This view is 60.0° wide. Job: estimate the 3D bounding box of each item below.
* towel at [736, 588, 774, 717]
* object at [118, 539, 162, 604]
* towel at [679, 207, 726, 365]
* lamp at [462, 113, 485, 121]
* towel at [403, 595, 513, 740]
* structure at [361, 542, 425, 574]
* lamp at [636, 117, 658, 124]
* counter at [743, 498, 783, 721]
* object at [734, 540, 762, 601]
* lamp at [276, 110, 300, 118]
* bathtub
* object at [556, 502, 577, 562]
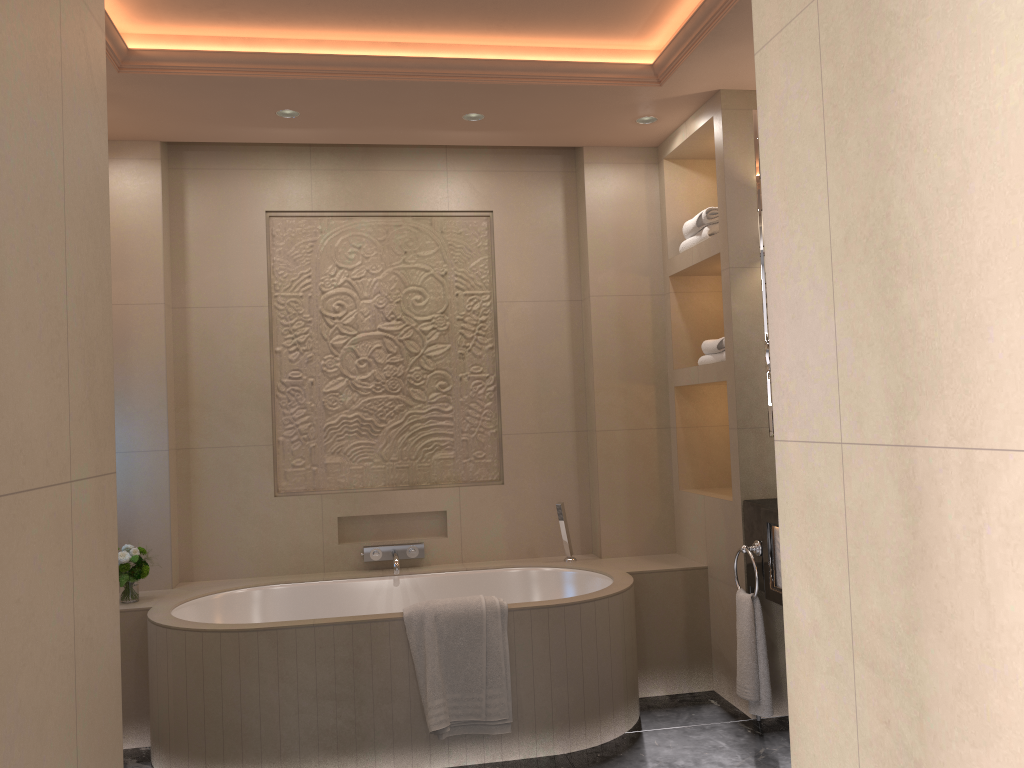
[{"bbox_3d":[0.887,1.005,3.326,0.116,0.455,0.173,-1,-2,-29],"label":"towel"},{"bbox_3d":[-1.559,0.755,3.595,0.197,0.252,0.229,-4,-2,32],"label":"object"},{"bbox_3d":[-0.496,-0.393,3.677,3.195,0.726,0.517,-2,-2,-10],"label":"towel"},{"bbox_3d":[-0.165,-1.166,3.766,0.097,0.069,0.097,-2,-2,-13],"label":"lamp"},{"bbox_3d":[-0.199,1.001,3.196,0.374,0.463,0.453,-2,-2,-8],"label":"towel"},{"bbox_3d":[-0.536,0.794,4.024,0.290,0.097,0.259,-2,-2,-10],"label":"structure"},{"bbox_3d":[0.590,-1.193,3.899,0.097,0.069,0.097,-1,-3,-33],"label":"lamp"},{"bbox_3d":[1.257,0.849,2.862,0.543,0.858,1.330,-2,-2,-10],"label":"counter"},{"bbox_3d":[0.902,0.704,3.345,0.074,0.226,0.203,-2,-2,-10],"label":"object"},{"bbox_3d":[-0.919,-1.140,3.633,0.097,0.069,0.097,-3,-2,7],"label":"lamp"},{"bbox_3d":[-0.449,1.107,3.617,2.662,0.540,1.060,-2,-2,-10],"label":"bathtub"},{"bbox_3d":[0.251,0.686,4.129,0.059,0.280,0.114,-4,-3,35],"label":"object"}]
